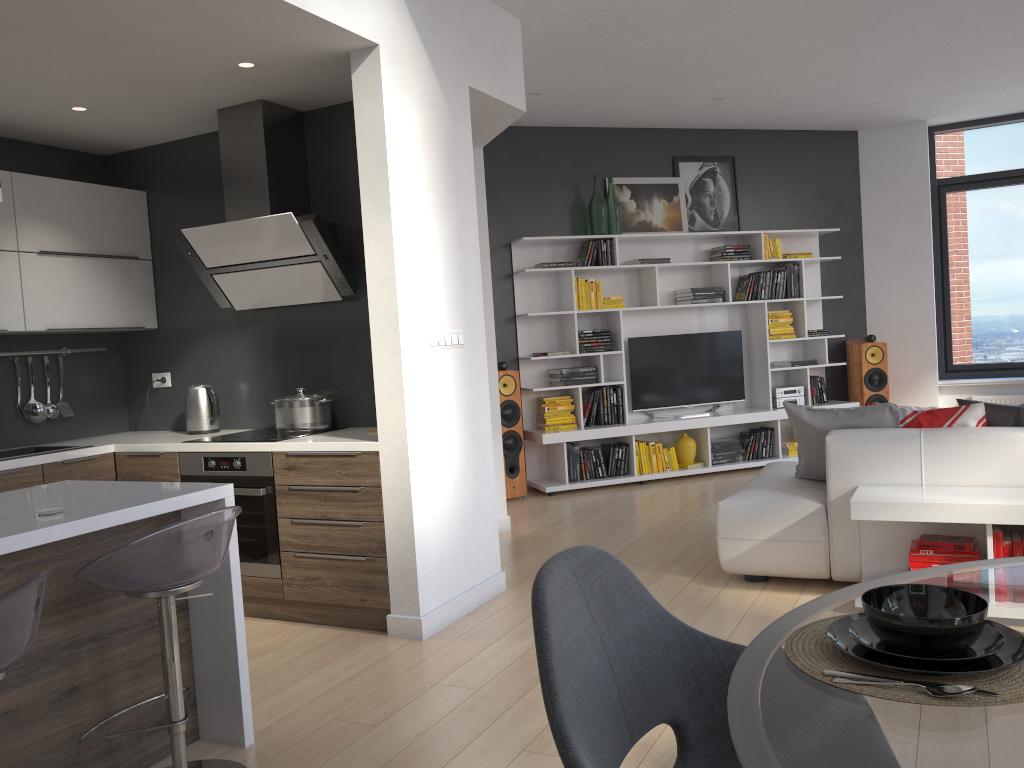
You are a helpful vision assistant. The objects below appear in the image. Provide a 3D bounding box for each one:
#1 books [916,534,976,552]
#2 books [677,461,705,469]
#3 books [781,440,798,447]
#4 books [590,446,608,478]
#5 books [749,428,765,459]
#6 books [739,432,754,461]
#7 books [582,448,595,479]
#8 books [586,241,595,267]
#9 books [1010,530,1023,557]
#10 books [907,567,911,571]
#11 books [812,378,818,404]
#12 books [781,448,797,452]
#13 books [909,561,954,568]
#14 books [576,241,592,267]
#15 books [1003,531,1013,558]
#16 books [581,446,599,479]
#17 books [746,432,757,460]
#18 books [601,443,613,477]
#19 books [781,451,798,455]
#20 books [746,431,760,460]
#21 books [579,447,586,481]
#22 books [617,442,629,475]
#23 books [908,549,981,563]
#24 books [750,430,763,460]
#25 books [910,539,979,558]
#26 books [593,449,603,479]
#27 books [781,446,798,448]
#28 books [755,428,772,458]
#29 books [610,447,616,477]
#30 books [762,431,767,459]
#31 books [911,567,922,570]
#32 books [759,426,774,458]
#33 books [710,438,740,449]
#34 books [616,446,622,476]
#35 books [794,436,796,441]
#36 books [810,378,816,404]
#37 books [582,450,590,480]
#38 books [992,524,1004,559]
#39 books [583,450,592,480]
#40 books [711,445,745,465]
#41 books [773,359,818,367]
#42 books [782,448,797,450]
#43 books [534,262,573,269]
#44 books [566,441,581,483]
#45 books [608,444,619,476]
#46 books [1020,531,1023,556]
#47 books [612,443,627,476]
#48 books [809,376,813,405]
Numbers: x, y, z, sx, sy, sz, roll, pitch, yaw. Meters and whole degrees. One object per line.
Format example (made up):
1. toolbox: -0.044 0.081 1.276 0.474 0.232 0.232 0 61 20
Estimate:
1. books: 1.806 0.661 3.691 0.206 0.029 0.152 -2 3 33
2. books: 1.480 0.686 7.573 0.204 0.029 0.270 -6 3 -33
3. books: 2.487 0.530 7.893 0.186 0.026 0.138 -5 3 -18
4. books: 0.705 0.641 7.295 0.083 0.249 0.191 -5 3 -18
5. books: 2.137 0.522 7.776 0.075 0.254 0.192 -5 3 -19
6. books: 2.023 0.541 7.734 0.104 0.234 0.182 -5 3 -18
7. books: 0.619 0.652 7.259 0.050 0.242 0.169 -5 3 -19
8. books: 0.622 -1.063 7.328 0.087 0.214 0.171 -5 3 -18
9. books: 2.022 0.734 3.548 0.034 0.259 0.207 -2 3 27
10. books: 1.801 0.791 3.703 0.266 0.026 0.187 -2 3 32
11. books: 2.687 0.062 8.015 0.049 0.236 0.170 -5 3 -18
12. books: 2.496 0.580 7.888 0.196 0.011 0.148 -5 3 -18
13. books: 1.814 0.739 3.719 0.261 0.028 0.191 -2 3 27
14. books: 0.594 -1.062 7.313 0.096 0.213 0.166 -5 3 -20
15. books: 1.992 0.736 3.562 0.031 0.255 0.181 -2 3 27
16. books: 0.643 0.645 7.279 0.066 0.255 0.193 -5 3 -19
17. books: 2.053 0.540 7.749 0.096 0.234 0.187 -5 3 -18
18. books: 0.775 0.630 7.339 0.066 0.260 0.197 -5 3 -18
19. books: 2.498 0.603 7.886 0.190 0.033 0.147 -5 3 -18
20. books: 2.087 0.537 7.745 0.081 0.233 0.169 -5 3 -19
21. books: 0.539 0.645 7.252 0.053 0.268 0.202 -5 3 -18
22. books: 0.913 0.619 7.381 0.066 0.260 0.197 -5 3 -18
23. books: 1.807 0.713 3.701 0.269 0.028 0.179 -2 3 28
24. books: 2.124 0.531 7.744 0.069 0.242 0.172 -5 3 -17
25. books: 1.806 0.687 3.704 0.254 0.025 0.178 -2 3 26
26. books: 0.674 0.648 7.281 0.066 0.242 0.177 -5 3 -18
27. books: 2.496 0.551 7.883 0.187 0.014 0.134 -5 3 -18
28. books: 2.198 0.519 7.794 0.084 0.249 0.191 -5 3 -18
29. books: 0.806 0.639 7.320 0.069 0.242 0.172 -5 3 -17
30. books: 2.165 0.527 7.778 0.068 0.243 0.179 -5 3 -19
31. books: 1.812 0.765 3.703 0.257 0.025 0.182 -2 3 27
32. books: 2.230 0.511 7.805 0.066 0.260 0.197 -5 3 -18
33. books: 1.782 0.513 7.708 0.310 0.047 0.250 -5 3 -23
34. books: 0.849 0.632 7.347 0.071 0.243 0.179 -5 3 -19
35. books: 2.602 0.482 7.925 0.044 0.255 0.198 -5 3 -18
36. books: 2.662 0.063 8.013 0.053 0.240 0.189 -5 3 -18
37. books: 0.571 0.659 7.259 0.053 0.240 0.189 -5 3 -18
38. books: 1.958 0.721 3.575 0.036 0.294 0.208 -2 3 27
39. books: 0.596 0.658 7.260 0.049 0.236 0.170 -5 3 -18
40. books: 1.801 0.605 7.693 0.343 0.137 0.277 -5 3 -23
41. books: 2.549 -0.188 7.994 0.310 0.047 0.250 -5 3 -23
42. books: 2.496 0.567 7.868 0.169 0.018 0.113 -5 3 -17
43. books: 0.337 -0.957 7.215 0.268 0.046 0.208 -5 3 -15
44. books: 0.451 0.630 7.227 0.128 0.321 0.259 -5 3 -18
45. books: 0.820 0.629 7.351 0.075 0.254 0.192 -5 3 -19
46. books: 2.052 0.733 3.522 0.042 0.259 0.195 -2 3 27
47. books: 0.882 0.626 7.370 0.084 0.249 0.191 -5 3 -18
48. books: 2.629 0.050 8.006 0.053 0.268 0.202 -5 3 -18
